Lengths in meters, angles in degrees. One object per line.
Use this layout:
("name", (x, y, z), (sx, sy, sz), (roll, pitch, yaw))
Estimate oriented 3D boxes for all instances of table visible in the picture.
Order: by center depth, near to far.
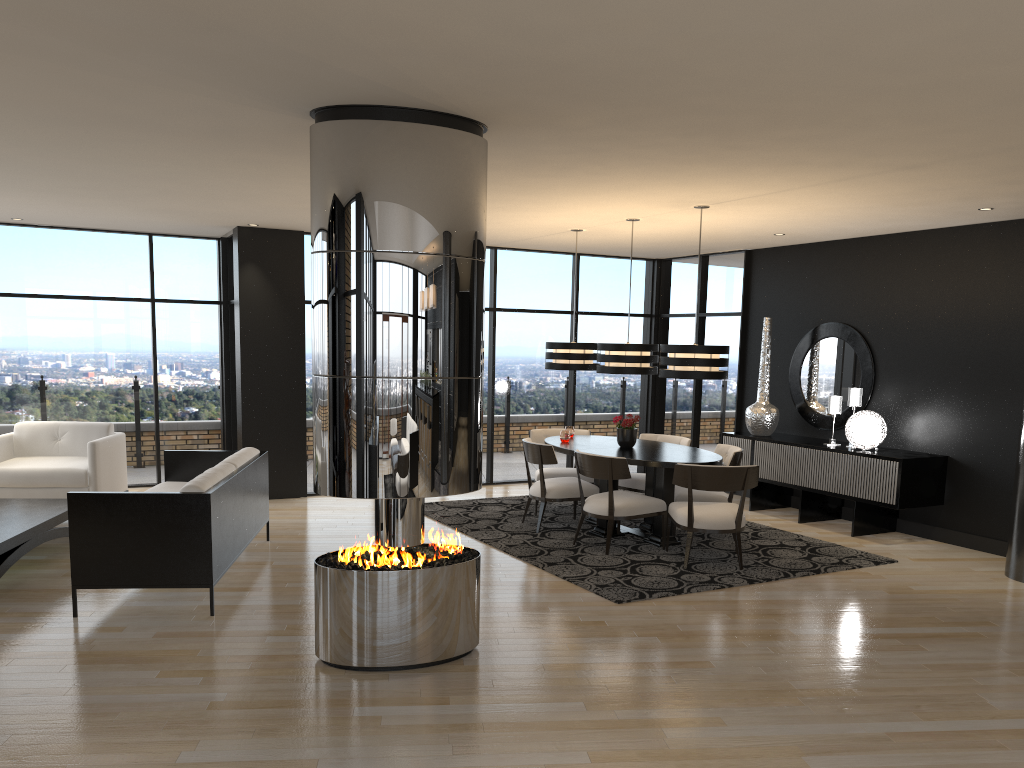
("table", (-3.900, 1.136, 6.049), (1.264, 0.355, 2.013), (1, 3, -6))
("table", (1.017, 0.946, 7.880), (1.207, 0.777, 2.088), (-1, 4, -27))

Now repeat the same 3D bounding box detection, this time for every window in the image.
("window", (-0.204, -0.862, 2.561), (10.121, 4.835, 15.749), (0, 3, -19))

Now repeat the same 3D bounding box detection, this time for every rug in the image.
("rug", (0.991, 1.323, 7.994), (2.713, 0.011, 3.692), (0, 3, -29))

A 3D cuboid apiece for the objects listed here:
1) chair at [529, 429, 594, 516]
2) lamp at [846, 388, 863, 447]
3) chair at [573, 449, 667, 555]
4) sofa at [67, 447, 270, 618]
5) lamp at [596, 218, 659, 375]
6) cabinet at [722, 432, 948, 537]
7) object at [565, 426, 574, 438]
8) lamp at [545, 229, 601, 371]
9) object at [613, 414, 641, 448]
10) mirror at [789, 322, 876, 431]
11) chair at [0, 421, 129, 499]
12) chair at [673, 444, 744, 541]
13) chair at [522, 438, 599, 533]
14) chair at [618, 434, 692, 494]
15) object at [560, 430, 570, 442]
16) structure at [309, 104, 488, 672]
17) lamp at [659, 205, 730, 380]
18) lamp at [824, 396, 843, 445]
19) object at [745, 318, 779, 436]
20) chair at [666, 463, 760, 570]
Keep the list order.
("chair", (0.497, 0.873, 8.792), (0.643, 0.815, 0.609), (0, 6, -8))
("lamp", (3.206, 0.313, 8.287), (0.124, 0.556, 0.131), (5, 8, 24))
("chair", (0.840, 0.955, 7.232), (0.614, 0.815, 0.637), (-3, 7, -35))
("sofa", (-2.306, 0.936, 6.203), (0.838, 0.811, 2.013), (1, 4, -6))
("lamp", (1.026, -0.757, 7.685), (0.534, 1.344, 0.530), (-3, 8, -29))
("cabinet", (3.014, 0.957, 8.609), (0.609, 0.774, 2.219), (-2, 4, -28))
("object", (0.556, 0.462, 8.534), (0.095, 0.107, 0.094), (4, 6, 27))
("lamp", (0.602, -0.804, 8.468), (0.534, 1.344, 0.530), (-3, 8, -29))
("object", (1.010, 0.412, 7.803), (0.228, 0.301, 0.235), (-2, 7, -26))
("mirror", (3.174, -0.074, 8.812), (0.025, 1.089, 1.067), (-3, 7, -28))
("chair", (-4.112, 0.788, 7.937), (1.001, 0.865, 0.846), (1, 5, -6))
("chair", (1.686, 0.949, 7.738), (0.616, 0.815, 0.636), (1, 6, 0))
("chair", (0.401, 0.910, 7.969), (0.616, 0.815, 0.636), (-1, 6, -18))
("chair", (1.341, 0.908, 8.451), (0.614, 0.815, 0.638), (-4, 8, -42))
("object", (0.487, 0.481, 8.109), (0.095, 0.107, 0.094), (-1, 6, -17))
("structure", (-0.579, 0.074, 4.569), (0.892, 2.773, 0.580), (-1, 8, -18))
("lamp", (1.450, -0.711, 6.902), (0.534, 1.344, 0.530), (-3, 8, -29))
("lamp", (3.070, 0.346, 8.417), (0.132, 0.470, 0.123), (0, 8, -6))
("object", (2.608, -0.073, 9.120), (0.343, 1.222, 0.339), (-1, 8, -19))
("chair", (1.524, 0.990, 6.802), (0.642, 0.815, 0.609), (1, 6, 0))
